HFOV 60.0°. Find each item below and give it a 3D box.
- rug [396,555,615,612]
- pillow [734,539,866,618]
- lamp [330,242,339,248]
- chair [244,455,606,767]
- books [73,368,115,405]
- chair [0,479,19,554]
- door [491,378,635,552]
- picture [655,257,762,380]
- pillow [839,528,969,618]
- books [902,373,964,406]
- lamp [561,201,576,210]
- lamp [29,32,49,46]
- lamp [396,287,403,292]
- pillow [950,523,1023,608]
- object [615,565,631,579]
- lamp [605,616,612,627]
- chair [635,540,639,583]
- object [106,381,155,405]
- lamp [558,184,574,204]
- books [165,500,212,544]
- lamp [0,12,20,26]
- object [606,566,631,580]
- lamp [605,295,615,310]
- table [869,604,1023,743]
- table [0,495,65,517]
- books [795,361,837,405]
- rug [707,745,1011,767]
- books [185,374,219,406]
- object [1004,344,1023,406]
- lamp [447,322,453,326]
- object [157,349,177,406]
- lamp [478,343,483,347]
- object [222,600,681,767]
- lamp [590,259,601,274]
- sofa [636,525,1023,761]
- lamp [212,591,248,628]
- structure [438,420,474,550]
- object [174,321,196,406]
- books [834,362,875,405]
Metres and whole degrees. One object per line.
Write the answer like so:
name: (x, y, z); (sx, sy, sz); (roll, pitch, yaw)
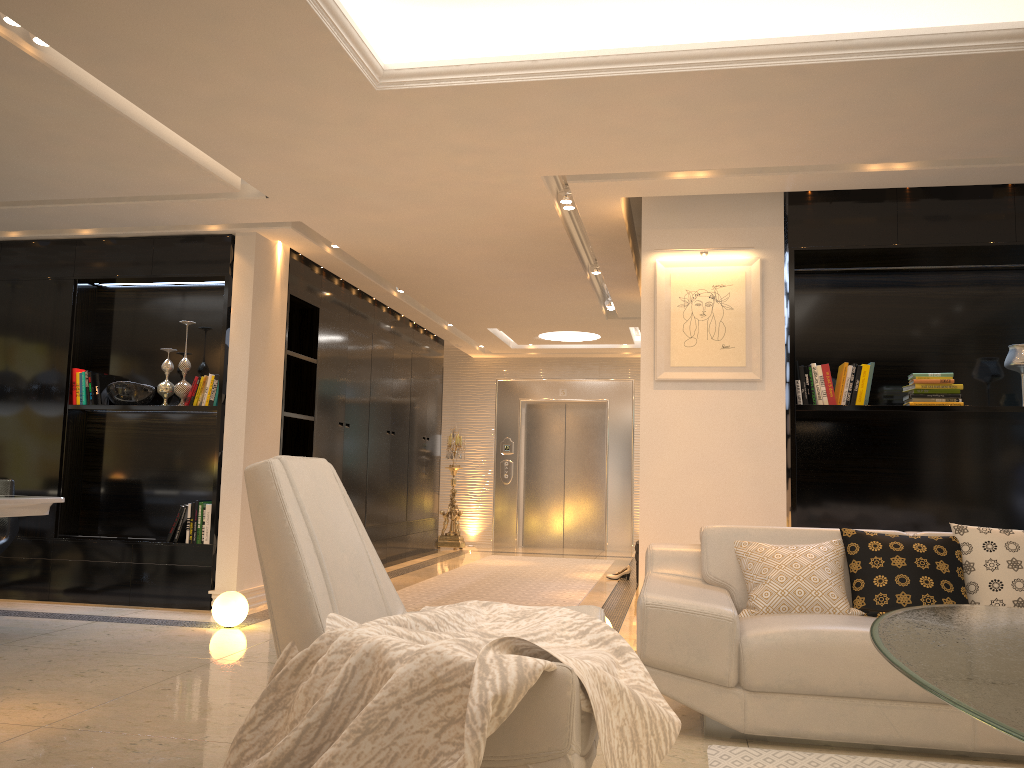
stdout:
rug: (0.011, 1.811, 8.172); (1.526, 0.015, 5.025); (0, -6, 11)
pillow: (1.202, 0.826, 3.771); (0.521, 0.329, 0.351); (0, -6, 11)
lamp: (-1.338, -1.105, 6.773); (0.107, 0.127, 0.107); (2, -6, -8)
chair: (-0.240, 0.708, 2.493); (0.983, 0.991, 1.027); (0, -6, 10)
books: (-3.065, 0.031, 6.506); (0.236, 0.270, 0.210); (0, -6, 10)
chair: (-3.505, 1.030, 5.620); (0.523, 0.858, 0.496); (0, -6, 11)
door: (-2.376, -5.722, 3.901); (83.408, 24.296, 83.408); (-2, -7, 32)
picture: (1.153, -0.383, 5.222); (0.610, 0.729, 0.027); (0, -6, 11)
pillow: (1.654, 0.795, 3.699); (0.524, 0.355, 0.323); (0, -6, 11)
books: (2.459, 0.046, 5.187); (0.296, 0.197, 0.260); (0, -6, 13)
lamp: (0.365, -1.180, 5.681); (0.107, 0.127, 0.107); (2, -6, -8)
lamp: (-1.916, -1.453, 3.631); (0.107, 0.127, 0.107); (2, -6, -8)
lamp: (-1.038, -0.929, 8.356); (0.107, 0.127, 0.107); (2, -6, -8)
pillow: (2.112, 0.786, 3.657); (0.526, 0.399, 0.255); (0, -6, 11)
object: (1.095, 1.833, 8.688); (0.084, 0.135, 0.235); (5, -7, -31)
lamp: (0.452, 1.374, 4.917); (0.212, 0.214, 0.213); (6, -8, -39)
chair: (1.542, 1.442, 8.549); (0.702, 0.898, 0.625); (0, -6, 12)
object: (-2.764, 0.079, 6.426); (0.375, 0.177, 0.193); (0, -6, 12)
lamp: (0.341, -1.194, 5.555); (0.107, 0.127, 0.107); (2, -6, -8)
books: (-2.215, 0.963, 6.226); (0.345, 0.296, 0.222); (0, -6, 11)
lamp: (-1.944, -1.471, 3.472); (0.107, 0.127, 0.107); (2, -6, -8)
object: (1.022, 1.812, 8.510); (0.235, 0.135, 0.084); (0, -6, 13)
lamp: (0.994, -0.819, 8.934); (0.107, 0.127, 0.235); (0, -6, 11)
table: (1.266, 0.858, 1.708); (0.999, 0.565, 2.140); (0, -6, 10)
table: (-4.366, 1.004, 5.111); (3.031, 0.759, 1.293); (0, -6, 11)
books: (1.791, 0.007, 5.290); (0.240, 0.270, 0.208); (0, -6, 11)
rug: (1.245, 1.148, 1.655); (1.661, 0.020, 2.900); (0, -6, 11)
books: (-2.161, 0.049, 6.331); (0.290, 0.238, 0.189); (0, -6, 10)
object: (2.970, -0.035, 5.156); (0.181, 0.381, 0.181); (1, -6, 5)
lamp: (-0.693, -0.729, 10.163); (0.107, 0.127, 0.107); (-2, -7, 29)
object: (-2.495, -0.042, 6.414); (0.121, 0.416, 0.121); (1, -6, 6)
lamp: (-0.392, -0.553, 11.746); (0.107, 0.127, 0.107); (2, -6, -8)
object: (-0.231, 0.882, 2.260); (1.347, 0.580, 0.972); (7, -8, -42)
lamp: (0.706, -0.985, 7.438); (0.107, 0.127, 0.107); (2, -6, -8)
sofa: (1.701, 0.994, 3.621); (2.328, 0.754, 1.145); (0, -6, 11)
lamp: (-1.720, 1.374, 5.415); (0.212, 0.214, 0.213); (6, -8, -39)
structure: (-0.634, 1.347, 11.908); (0.382, 1.715, 0.811); (-3, -7, 35)
object: (-2.349, -0.142, 6.370); (0.121, 0.612, 0.121); (1, -6, 6)
books: (2.019, 0.013, 5.250); (0.210, 0.261, 0.212); (0, -6, 11)
